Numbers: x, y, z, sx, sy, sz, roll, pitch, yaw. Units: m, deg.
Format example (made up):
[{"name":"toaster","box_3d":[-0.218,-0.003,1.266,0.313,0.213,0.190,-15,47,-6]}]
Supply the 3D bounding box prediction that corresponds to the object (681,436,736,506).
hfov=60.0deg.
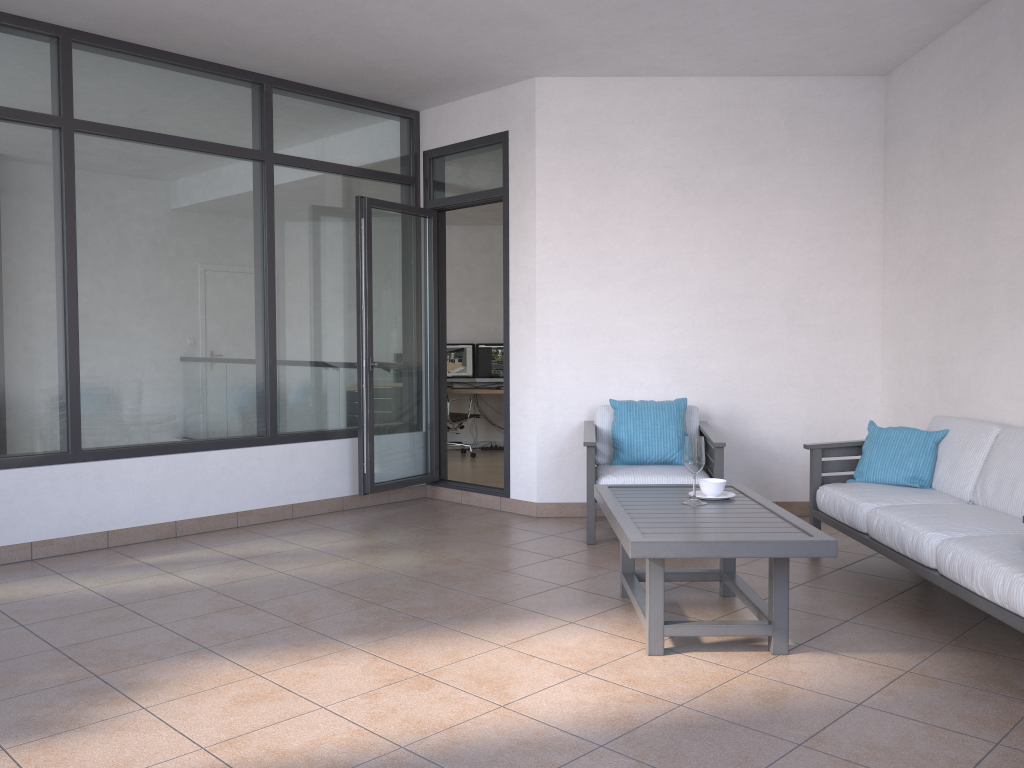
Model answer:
[{"name":"object","box_3d":[0.833,0.362,3.878,0.337,0.284,0.203,-2,3,-40]}]

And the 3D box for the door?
[{"name":"door","box_3d":[-0.544,-0.467,6.146,0.905,2.500,0.924,2,3,45]}]

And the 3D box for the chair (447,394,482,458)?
[{"name":"chair","box_3d":[-0.768,0.327,10.038,0.699,0.991,0.664,-2,3,-39]}]

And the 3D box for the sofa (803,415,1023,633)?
[{"name":"sofa","box_3d":[2.022,0.586,3.839,0.807,0.765,2.161,0,2,0]}]

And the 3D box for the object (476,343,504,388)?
[{"name":"object","box_3d":[-0.073,-0.219,10.605,0.716,0.535,0.190,0,2,5]}]

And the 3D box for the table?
[{"name":"table","box_3d":[0.754,0.744,3.660,0.710,0.473,1.260,0,2,0]}]

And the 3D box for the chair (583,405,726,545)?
[{"name":"chair","box_3d":[0.839,0.525,5.421,0.797,0.765,0.807,0,2,5]}]

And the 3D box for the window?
[{"name":"window","box_3d":[-2.505,-0.761,4.966,0.170,2.402,5.002,2,3,45]}]
